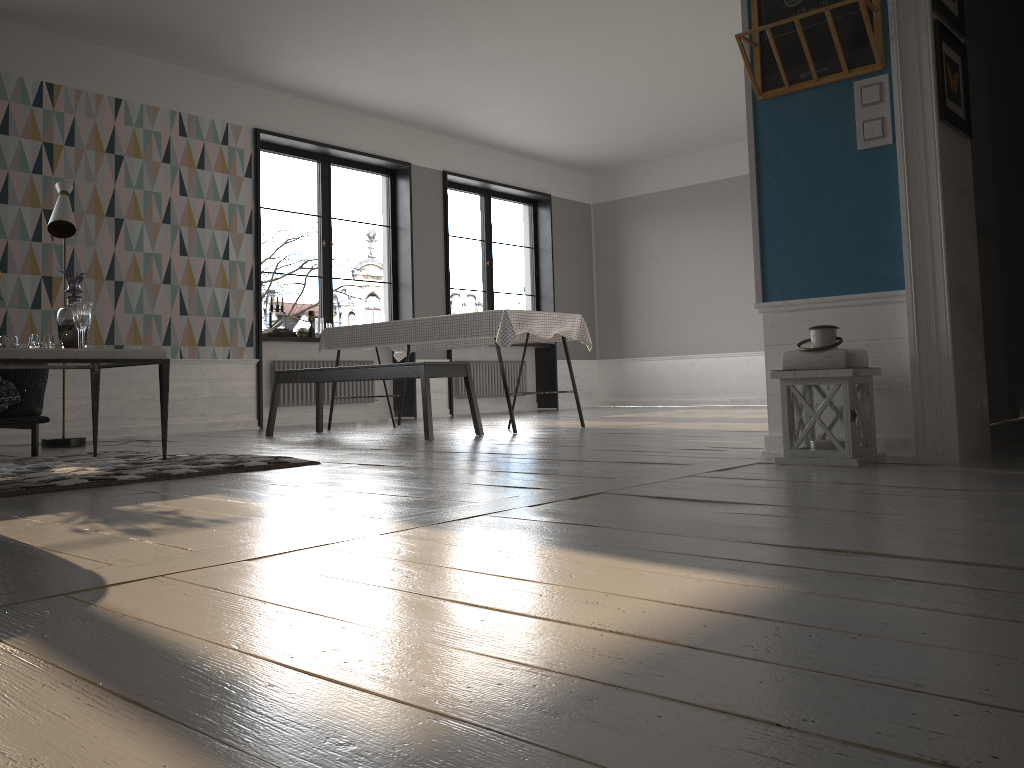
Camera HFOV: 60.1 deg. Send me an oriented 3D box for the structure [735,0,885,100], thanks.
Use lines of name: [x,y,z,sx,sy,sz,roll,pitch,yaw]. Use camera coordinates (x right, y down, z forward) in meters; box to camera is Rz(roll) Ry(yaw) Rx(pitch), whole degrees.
structure: [1.097,-1.522,3.333,0.494,0.779,0.185,-4,-5,41]

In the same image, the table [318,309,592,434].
table: [-0.463,-0.067,6.459,2.021,0.787,0.931,-2,-2,41]

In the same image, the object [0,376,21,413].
object: [-2.943,0.035,4.466,0.489,0.330,0.666,-3,-1,36]

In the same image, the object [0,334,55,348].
object: [-2.145,-0.175,4.013,0.279,0.088,0.246,-2,-1,19]

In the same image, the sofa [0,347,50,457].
sofa: [-3.563,0.030,4.205,0.968,0.801,2.339,-3,-1,41]

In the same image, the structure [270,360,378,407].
structure: [-1.777,-0.012,8.444,0.148,0.429,1.222,-5,-2,39]

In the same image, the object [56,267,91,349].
object: [-2.084,-0.347,4.208,0.148,0.419,0.155,0,-4,-29]

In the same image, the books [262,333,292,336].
books: [-2.127,-0.434,7.894,0.183,0.019,0.271,-2,0,41]

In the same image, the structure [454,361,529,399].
structure: [-0.227,-0.056,10.202,0.148,0.429,1.222,-5,-2,39]

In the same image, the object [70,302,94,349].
object: [-1.958,-0.253,4.025,0.082,0.228,0.167,1,-4,-37]

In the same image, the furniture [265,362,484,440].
furniture: [-0.956,0.113,5.837,1.665,0.457,0.465,-2,-2,41]

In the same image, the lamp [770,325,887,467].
lamp: [1.105,0.032,3.101,0.286,0.479,0.286,-4,-4,40]

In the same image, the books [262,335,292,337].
books: [-2.122,-0.419,7.886,0.161,0.011,0.268,-2,0,44]

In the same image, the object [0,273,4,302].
object: [-2.296,-0.307,3.662,0.324,0.352,0.351,-4,-3,43]

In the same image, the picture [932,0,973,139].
picture: [2.325,-1.322,2.600,1.941,0.756,0.358,-2,-3,41]

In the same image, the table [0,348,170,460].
table: [-2.268,0.125,3.612,0.730,0.513,1.455,-3,-1,41]

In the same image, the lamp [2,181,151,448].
lamp: [-2.940,-0.452,5.927,1.243,1.710,0.679,-4,-4,39]

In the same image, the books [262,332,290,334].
books: [-2.118,-0.449,7.898,0.216,0.011,0.173,-2,0,-43]

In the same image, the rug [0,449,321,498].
rug: [-2.292,0.366,3.322,1.766,0.034,2.525,-2,0,41]

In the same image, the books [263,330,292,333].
books: [-2.098,-0.466,7.912,0.162,0.022,0.198,-2,0,42]

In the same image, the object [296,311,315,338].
object: [-1.895,-0.549,8.144,0.194,0.258,0.114,0,-4,-39]

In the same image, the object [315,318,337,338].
object: [-1.739,-0.521,8.334,0.153,0.193,0.268,-4,-3,41]

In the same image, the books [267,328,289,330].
books: [-2.093,-0.486,7.914,0.123,0.017,0.153,-2,0,43]
